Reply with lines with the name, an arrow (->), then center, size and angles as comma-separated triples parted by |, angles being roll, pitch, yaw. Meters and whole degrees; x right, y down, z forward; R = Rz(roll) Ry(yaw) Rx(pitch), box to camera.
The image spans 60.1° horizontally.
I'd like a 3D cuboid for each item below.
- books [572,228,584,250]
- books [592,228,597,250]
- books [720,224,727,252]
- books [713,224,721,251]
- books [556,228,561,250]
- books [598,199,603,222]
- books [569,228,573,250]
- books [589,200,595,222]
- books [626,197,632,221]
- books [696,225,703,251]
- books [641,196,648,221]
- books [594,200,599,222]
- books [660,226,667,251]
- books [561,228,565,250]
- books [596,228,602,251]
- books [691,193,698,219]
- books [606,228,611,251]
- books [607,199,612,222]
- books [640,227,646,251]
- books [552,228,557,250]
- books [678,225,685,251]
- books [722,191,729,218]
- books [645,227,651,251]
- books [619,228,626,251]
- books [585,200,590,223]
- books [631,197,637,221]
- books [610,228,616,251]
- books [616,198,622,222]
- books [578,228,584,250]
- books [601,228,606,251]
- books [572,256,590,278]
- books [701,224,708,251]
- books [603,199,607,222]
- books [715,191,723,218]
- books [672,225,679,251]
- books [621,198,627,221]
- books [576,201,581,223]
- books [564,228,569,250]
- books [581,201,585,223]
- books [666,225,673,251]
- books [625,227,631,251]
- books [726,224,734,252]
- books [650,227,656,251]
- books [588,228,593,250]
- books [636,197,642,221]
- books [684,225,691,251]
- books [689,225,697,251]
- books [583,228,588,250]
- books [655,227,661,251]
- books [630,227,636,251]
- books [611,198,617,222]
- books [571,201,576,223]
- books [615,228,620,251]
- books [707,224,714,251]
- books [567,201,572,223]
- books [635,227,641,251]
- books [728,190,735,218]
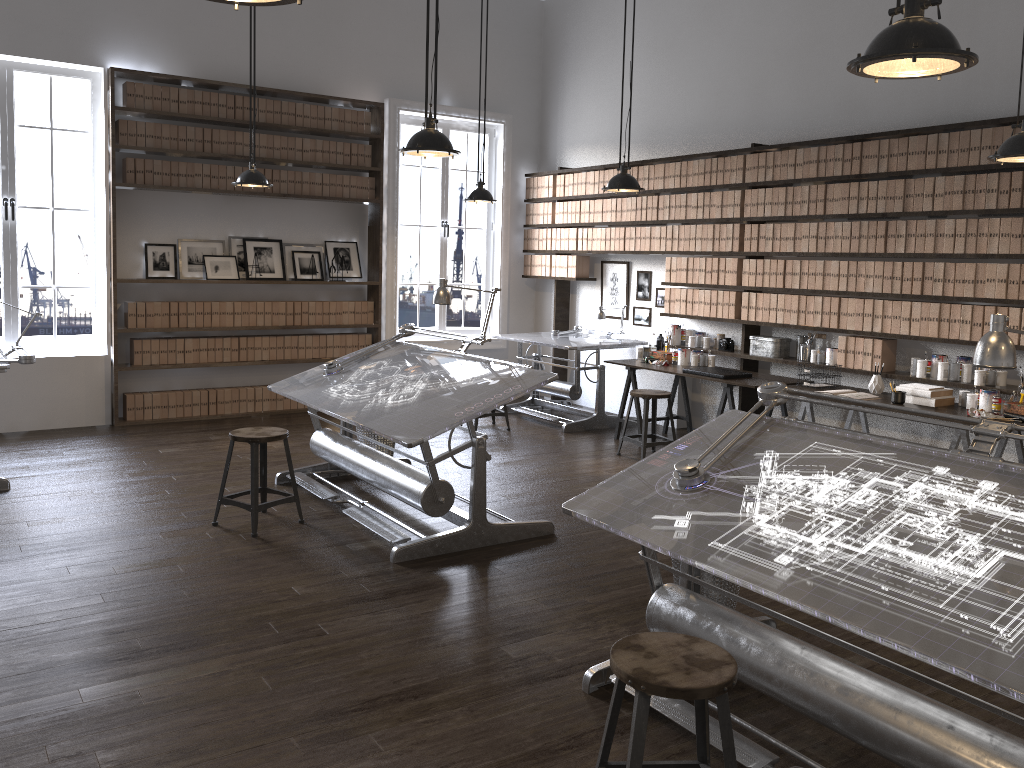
books -> 0.701, -1.464, 8.969 | 0.175, 0.225, 0.067 | -3, 7, -34
books -> 0.879, -1.417, 8.716 | 0.174, 0.224, 0.067 | -3, 7, -34
books -> 1.806, -1.206, 7.326 | 0.174, 0.224, 0.067 | -3, 7, -34
books -> 1.767, -1.215, 7.385 | 0.175, 0.224, 0.067 | -3, 7, -34
books -> 0.550, -1.500, 9.201 | 0.174, 0.224, 0.067 | -3, 7, -34
books -> 0.926, -1.678, 8.620 | 0.175, 0.225, 0.067 | -3, 7, -34
books -> 0.670, -1.472, 9.024 | 0.175, 0.224, 0.067 | -3, 7, -34
books -> 0.854, -1.697, 8.738 | 0.174, 0.224, 0.067 | -3, 7, -34
books -> 1.157, -1.625, 8.281 | 0.174, 0.224, 0.067 | -3, 7, -34
books -> 1.656, -1.241, 7.547 | 0.175, 0.224, 0.067 | -3, 7, -34
books -> 1.273, -1.598, 8.109 | 0.175, 0.224, 0.067 | -3, 7, -34
books -> 0.894, -1.687, 8.680 | 0.175, 0.224, 0.067 | -3, 7, -34
books -> 1.414, -1.290, 7.905 | 0.175, 0.225, 0.067 | -3, 7, -34
books -> 0.592, -1.491, 9.145 | 0.174, 0.224, 0.067 | -3, 7, -34
books -> 0.915, -1.407, 8.656 | 0.174, 0.224, 0.067 | -3, 7, -34
books -> 1.623, -1.515, 7.583 | 0.175, 0.224, 0.067 | -3, 7, -34
books -> 0.992, -1.388, 8.534 | 0.175, 0.225, 0.067 | -3, 7, -34
books -> 1.000, -1.662, 8.515 | 0.175, 0.224, 0.067 | -3, 7, -34
books -> 1.269, -1.325, 8.131 | 0.175, 0.224, 0.067 | -3, 7, -34
books -> 0.507, -1.509, 9.259 | 0.175, 0.224, 0.067 | -3, 7, -34
books -> 1.541, -1.268, 7.725 | 0.174, 0.224, 0.067 | -3, 7, -34
books -> 1.818, -1.470, 7.295 | 0.175, 0.224, 0.067 | -3, 7, -34
books -> 1.301, -1.316, 8.072 | 0.175, 0.225, 0.067 | -3, 7, -34
books -> 1.105, -1.362, 8.367 | 0.175, 0.225, 0.067 | -3, 7, -34
books -> 0.812, -1.706, 8.795 | 0.174, 0.224, 0.067 | -3, 7, -34
books -> 1.194, -1.615, 8.219 | 0.175, 0.224, 0.067 | -3, 7, -34
books -> 1.031, -1.380, 8.484 | 0.175, 0.224, 0.067 | -3, 7, -34
books -> 1.081, -1.643, 8.398 | 0.175, 0.224, 0.067 | -3, 7, -34
books -> 0.753, -1.445, 8.897 | 0.175, 0.224, 0.067 | -3, 7, -34
books -> 0.952, -1.398, 8.594 | 0.175, 0.224, 0.067 | -3, 7, -34
books -> 0.698, -1.189, 8.997 | 0.175, 0.224, 0.067 | -3, 7, -34
books -> 1.692, -1.233, 7.496 | 0.175, 0.224, 0.067 | -3, 7, -34
books -> 0.967, -1.670, 8.568 | 0.175, 0.224, 0.067 | -3, 7, -34
books -> 1.777, -1.479, 7.347 | 0.175, 0.225, 0.067 | -3, 7, -34
books -> 1.499, -1.277, 7.781 | 0.174, 0.224, 0.067 | -3, 7, -34
books -> 1.121, -1.634, 8.341 | 0.174, 0.224, 0.067 | -3, 7, -34
books -> 0.730, -1.725, 8.915 | 0.175, 0.225, 0.067 | -3, 7, -34
books -> 0.629, -1.482, 9.086 | 0.175, 0.224, 0.067 | -3, 7, -34
books -> 0.776, -1.715, 8.856 | 0.175, 0.224, 0.067 | -3, 7, -34
books -> 1.456, -1.286, 7.839 | 0.175, 0.224, 0.067 | -3, 7, -34
books -> 1.151, -1.353, 8.308 | 0.175, 0.224, 0.067 | -3, 7, -34
books -> 1.842, -1.197, 7.265 | 0.174, 0.224, 0.067 | -3, 7, -34
books -> 1.342, -1.308, 8.019 | 0.175, 0.224, 0.067 | -3, 7, -34
books -> 0.839, -1.426, 8.772 | 0.175, 0.224, 0.067 | -3, 7, -34
books -> 1.234, -1.606, 8.159 | 0.175, 0.225, 0.067 | -3, 7, -34
books -> 1.578, -1.259, 7.666 | 0.175, 0.224, 0.067 | -3, 7, -34
books -> 1.614, -1.250, 7.606 | 0.175, 0.225, 0.067 | -3, 7, -34
books -> 0.797, -1.435, 8.828 | 0.175, 0.225, 0.067 | -3, 7, -34
books -> 1.375, -1.299, 7.966 | 0.175, 0.224, 0.067 | -3, 7, -34
books -> 1.187, -1.343, 8.246 | 0.174, 0.224, 0.067 | -3, 7, -34
books -> 1.039, -1.652, 8.454 | 0.175, 0.225, 0.067 | -3, 7, -34
books -> 0.694, -1.734, 8.980 | 0.175, 0.224, 0.067 | -3, 7, -34
books -> 1.069, -1.372, 8.431 | 0.175, 0.224, 0.067 | -3, 7, -34
books -> 1.725, -1.224, 7.438 | 0.175, 0.225, 0.067 | -3, 7, -34
books -> 0.655, -1.743, 9.033 | 0.175, 0.224, 0.067 | -3, 7, -34
books -> 1.230, -1.334, 8.190 | 0.174, 0.224, 0.067 | -3, 7, -34
books -> 1.851, -1.462, 7.242 | 0.175, 0.224, 0.067 | -3, 7, -34
